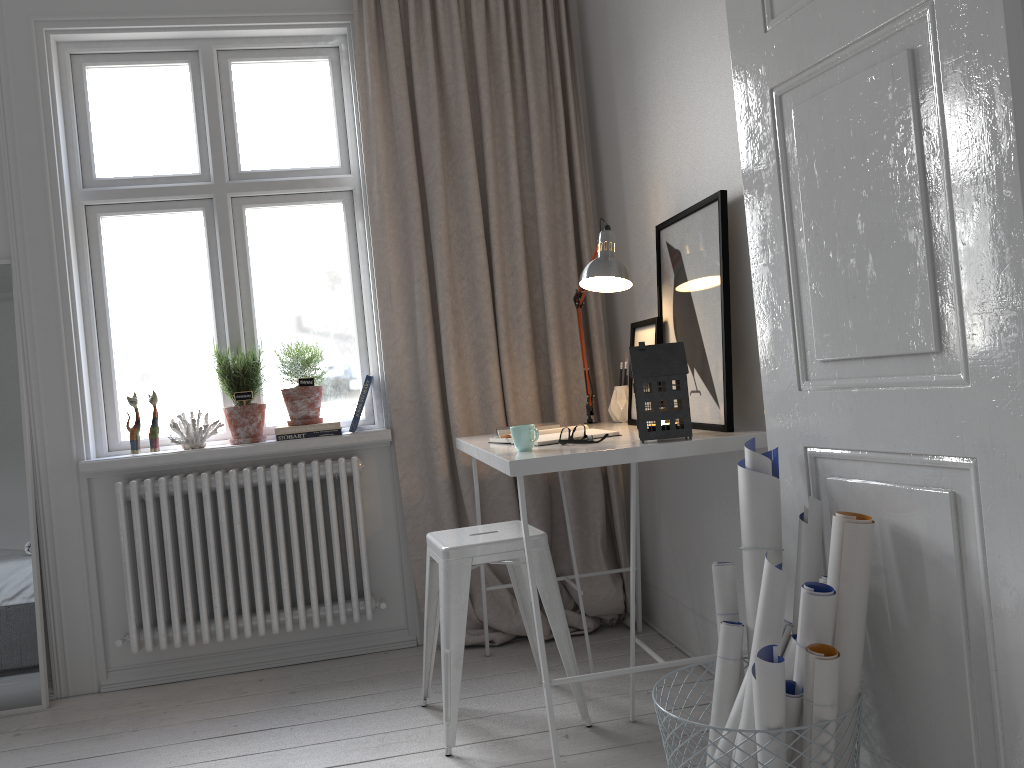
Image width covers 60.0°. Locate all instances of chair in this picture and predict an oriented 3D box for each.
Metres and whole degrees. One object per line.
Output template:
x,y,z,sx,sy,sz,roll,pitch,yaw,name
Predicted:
-0.054,0.691,2.558,0.409,0.527,0.407,-6,0,-15,chair

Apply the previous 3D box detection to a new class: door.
0.627,-0.294,1.585,0.034,2.326,0.677,-6,0,-19,door

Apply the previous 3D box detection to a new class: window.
-1.082,-0.532,3.366,1.047,1.537,0.079,-6,0,-10,window

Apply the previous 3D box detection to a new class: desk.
0.249,0.539,2.626,0.641,0.776,1.163,-6,0,-10,desk

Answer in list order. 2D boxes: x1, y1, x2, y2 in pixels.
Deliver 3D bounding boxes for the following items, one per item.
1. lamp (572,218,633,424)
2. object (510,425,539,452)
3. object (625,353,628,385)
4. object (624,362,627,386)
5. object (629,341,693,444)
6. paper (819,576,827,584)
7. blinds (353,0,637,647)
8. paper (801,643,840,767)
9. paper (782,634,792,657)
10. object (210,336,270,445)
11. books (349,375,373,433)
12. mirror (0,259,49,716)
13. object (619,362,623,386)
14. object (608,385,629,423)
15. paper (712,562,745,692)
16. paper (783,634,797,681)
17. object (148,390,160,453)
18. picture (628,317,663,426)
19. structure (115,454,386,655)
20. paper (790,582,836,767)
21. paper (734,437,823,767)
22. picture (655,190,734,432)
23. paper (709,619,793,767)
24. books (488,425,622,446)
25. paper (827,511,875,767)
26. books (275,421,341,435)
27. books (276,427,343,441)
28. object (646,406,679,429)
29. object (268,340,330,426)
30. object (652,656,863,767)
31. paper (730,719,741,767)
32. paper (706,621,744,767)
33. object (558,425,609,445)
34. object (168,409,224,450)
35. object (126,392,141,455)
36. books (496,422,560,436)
0.256,-0.154,2.950,0.164,0.745,0.568,-6,0,-15,lamp
0.031,0.140,2.271,0.064,0.065,0.082,-6,0,-12,object
0.401,0.010,3.104,0.028,0.239,0.023,-6,0,-13,object
0.394,0.027,3.093,0.008,0.207,0.054,-6,0,-27,object
0.370,0.015,2.208,0.135,0.248,0.135,-5,0,6,object
0.544,0.634,1.644,0.200,0.542,0.047,-5,0,-6,paper
-0.076,-0.391,3.268,0.831,2.680,0.225,-6,0,-10,blinds
0.520,0.673,1.510,0.057,0.464,0.123,-6,0,-38,paper
0.443,0.654,1.685,0.239,0.358,0.047,-5,0,4,paper
-0.995,0.014,3.254,0.183,0.410,0.199,-5,0,41,object
-0.566,0.072,3.333,0.101,0.211,0.175,-6,0,-7,books
-1.993,0.365,3.018,0.669,1.554,0.145,-6,0,-10,mirror
0.381,0.028,3.119,0.008,0.207,0.054,-5,0,45,object
0.389,0.070,3.105,0.101,0.126,0.101,-6,0,-10,object
0.448,0.638,1.778,0.046,0.547,0.166,-5,0,13,paper
0.464,0.682,1.662,0.253,0.432,0.054,-5,0,26,paper
-1.288,0.134,3.200,0.045,0.224,0.052,-5,0,31,object
0.419,-0.035,2.801,0.062,0.333,0.261,-6,0,-10,picture
-0.955,0.601,3.235,0.935,0.600,0.216,-6,0,-10,structure
0.517,0.625,1.566,0.153,0.553,0.060,-5,0,35,paper
0.471,0.512,1.640,0.181,0.793,0.431,-5,0,33,paper
0.502,-0.182,2.489,0.062,0.614,0.493,-6,0,-10,picture
0.420,0.638,1.642,0.244,0.403,0.049,-6,0,-8,paper
0.102,0.149,2.586,0.291,0.029,0.358,-6,0,-24,books
0.583,0.565,1.587,0.181,0.669,0.073,-5,0,12,paper
-0.757,0.163,3.296,0.246,0.025,0.157,-6,0,-8,books
-0.751,0.186,3.302,0.245,0.022,0.156,-6,0,-6,books
0.400,0.099,2.331,0.078,0.073,0.065,-6,0,-14,object
-0.773,-0.007,3.292,0.220,0.318,0.210,-5,0,28,object
0.464,0.738,1.637,0.374,0.351,0.374,-6,0,-8,object
0.446,0.717,1.609,0.233,0.389,0.078,-5,0,20,paper
0.416,0.652,1.744,0.129,0.361,0.047,-6,0,-21,paper
0.176,0.135,2.349,0.114,0.047,0.133,-6,0,-22,object
-1.155,0.167,3.216,0.212,0.149,0.186,-5,0,-1,object
-1.367,0.141,3.205,0.045,0.224,0.052,-6,0,-34,object
0.053,0.153,2.996,0.207,0.024,0.149,-6,0,-4,books
